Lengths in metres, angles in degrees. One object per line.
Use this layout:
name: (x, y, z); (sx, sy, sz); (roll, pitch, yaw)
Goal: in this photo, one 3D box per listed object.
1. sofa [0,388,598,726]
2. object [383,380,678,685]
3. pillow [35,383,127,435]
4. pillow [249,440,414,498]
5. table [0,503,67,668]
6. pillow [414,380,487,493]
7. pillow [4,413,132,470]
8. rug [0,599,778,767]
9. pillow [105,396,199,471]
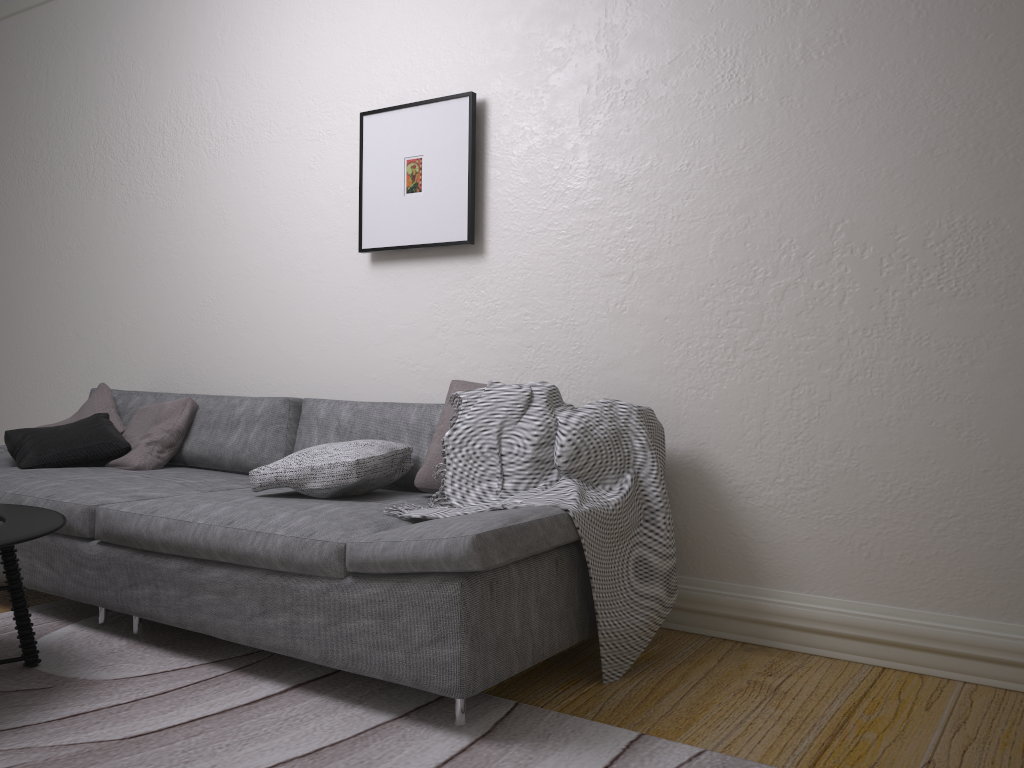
sofa: (-1.034, 0.435, 3.254); (3.001, 0.772, 1.123); (1, 1, 33)
object: (0.071, 0.426, 2.655); (0.885, 0.866, 0.619); (1, 1, -2)
pillow: (-1.939, 0.219, 3.979); (0.359, 0.448, 0.469); (0, 1, -36)
pillow: (-0.590, 0.284, 2.943); (0.399, 0.194, 0.411); (1, 1, 20)
table: (-1.671, 0.595, 2.255); (0.927, 0.449, 0.960); (1, 1, 31)
pillow: (-0.088, 0.184, 2.868); (0.418, 0.390, 0.246); (1, 1, 33)
pillow: (-1.844, 0.264, 3.680); (0.429, 0.268, 0.394); (0, 1, -37)
rug: (-0.602, 0.830, 1.513); (3.640, 0.008, 1.987); (1, 1, 33)
pillow: (-1.569, 0.209, 3.761); (0.415, 0.318, 0.344); (1, 1, 33)
